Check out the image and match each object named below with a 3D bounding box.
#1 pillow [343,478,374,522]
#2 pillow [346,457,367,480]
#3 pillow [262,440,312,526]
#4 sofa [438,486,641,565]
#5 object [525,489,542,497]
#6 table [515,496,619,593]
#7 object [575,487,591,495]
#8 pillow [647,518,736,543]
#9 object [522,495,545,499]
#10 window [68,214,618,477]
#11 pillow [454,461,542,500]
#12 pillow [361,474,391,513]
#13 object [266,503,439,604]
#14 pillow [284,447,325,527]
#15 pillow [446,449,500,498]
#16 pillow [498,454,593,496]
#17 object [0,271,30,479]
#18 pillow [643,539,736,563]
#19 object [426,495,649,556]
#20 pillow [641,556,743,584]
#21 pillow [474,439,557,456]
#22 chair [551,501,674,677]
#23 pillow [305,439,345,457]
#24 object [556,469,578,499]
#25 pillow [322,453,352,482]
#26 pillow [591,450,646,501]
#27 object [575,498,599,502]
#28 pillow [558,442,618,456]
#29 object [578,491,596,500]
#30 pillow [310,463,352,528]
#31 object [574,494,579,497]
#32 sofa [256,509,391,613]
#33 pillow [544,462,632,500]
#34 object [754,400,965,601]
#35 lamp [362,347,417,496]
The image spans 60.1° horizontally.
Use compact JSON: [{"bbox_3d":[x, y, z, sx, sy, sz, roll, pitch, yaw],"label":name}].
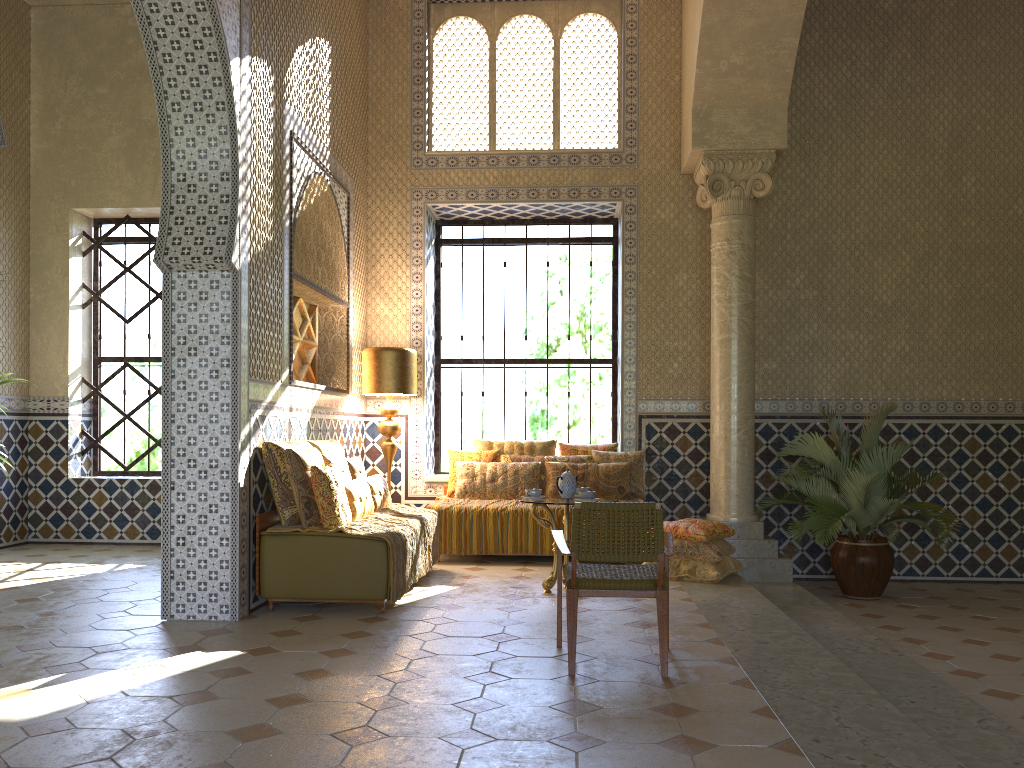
[{"bbox_3d":[-1.661,1.245,9.378,0.271,0.450,0.984,0,-3,4],"label":"pillow"},{"bbox_3d":[-1.809,1.167,10.279,0.313,0.637,0.682,0,-2,4],"label":"pillow"},{"bbox_3d":[-2.173,0.988,8.977,0.422,0.832,1.194,0,-2,4],"label":"pillow"},{"bbox_3d":[0.384,1.895,11.973,2.849,0.937,1.275,0,-2,4],"label":"sofa"},{"bbox_3d":[0.229,1.175,9.459,0.183,0.100,0.183,1,-2,-15],"label":"object"},{"bbox_3d":[0.582,1.718,9.436,1.100,0.980,1.101,-1,-2,33],"label":"table"},{"bbox_3d":[0.769,1.195,9.777,0.183,0.100,0.183,1,-2,-7],"label":"object"},{"bbox_3d":[2.132,1.757,10.517,0.804,0.310,0.748,-2,-3,38],"label":"pillow"},{"bbox_3d":[0.229,1.213,9.460,0.256,0.032,0.256,1,-3,-17],"label":"object"},{"bbox_3d":[-2.622,-0.561,13.520,8.483,3.990,0.574,0,0,0],"label":"window"},{"bbox_3d":[-0.196,1.326,12.038,1.191,0.546,0.329,0,-1,4],"label":"pillow"},{"bbox_3d":[-1.600,1.296,10.312,0.271,0.450,0.984,0,-3,4],"label":"pillow"},{"bbox_3d":[-1.585,1.745,9.546,1.314,0.717,2.890,0,-3,4],"label":"object"},{"bbox_3d":[-1.987,1.018,8.741,0.383,0.780,0.835,0,-2,4],"label":"pillow"},{"bbox_3d":[-0.541,1.253,12.300,0.741,0.693,0.341,0,-1,4],"label":"pillow"},{"bbox_3d":[0.465,1.283,12.213,1.341,0.615,0.370,0,-1,4],"label":"pillow"},{"bbox_3d":[-6.481,0.412,9.539,2.256,3.552,2.755,0,-1,7],"label":"object"},{"bbox_3d":[2.115,1.966,10.527,0.931,0.347,0.881,-1,-3,24],"label":"pillow"},{"bbox_3d":[0.340,1.883,11.913,2.885,0.718,1.316,0,-2,4],"label":"object"},{"bbox_3d":[2.134,2.168,10.535,0.991,0.368,1.044,-1,-3,29],"label":"pillow"},{"bbox_3d":[0.034,1.189,12.481,1.192,0.832,0.422,0,-1,4],"label":"pillow"},{"bbox_3d":[0.757,1.450,6.597,0.950,1.209,0.907,0,-1,4],"label":"chair"},{"bbox_3d":[-2.094,1.053,10.171,0.422,0.832,1.194,0,-2,4],"label":"pillow"},{"bbox_3d":[0.591,1.070,9.475,0.273,0.323,0.199,0,-1,-7],"label":"object"},{"bbox_3d":[-1.862,1.093,9.478,0.340,0.693,0.741,0,-2,4],"label":"pillow"},{"bbox_3d":[1.463,1.255,12.168,0.741,0.693,0.341,0,-1,4],"label":"pillow"},{"bbox_3d":[0.775,1.198,9.141,0.256,0.032,0.256,0,-3,0],"label":"object"},{"bbox_3d":[1.071,1.222,12.470,0.855,0.800,0.393,0,-1,4],"label":"pillow"},{"bbox_3d":[0.776,1.160,9.140,0.183,0.100,0.184,0,-2,0],"label":"object"},{"bbox_3d":[-1.736,1.105,8.581,0.345,0.651,0.685,0,-2,3],"label":"pillow"},{"bbox_3d":[0.768,1.233,9.778,0.256,0.032,0.256,1,-3,-17],"label":"object"},{"bbox_3d":[-1.645,1.755,9.562,1.273,0.937,2.853,0,-3,4],"label":"sofa"},{"bbox_3d":[1.027,1.327,11.957,1.191,0.546,0.329,0,-1,4],"label":"pillow"},{"bbox_3d":[4.510,1.442,11.115,2.642,2.502,2.166,1,-1,-9],"label":"object"},{"bbox_3d":[-1.665,0.931,12.007,0.737,2.813,0.737,0,0,-27],"label":"lamp"}]
